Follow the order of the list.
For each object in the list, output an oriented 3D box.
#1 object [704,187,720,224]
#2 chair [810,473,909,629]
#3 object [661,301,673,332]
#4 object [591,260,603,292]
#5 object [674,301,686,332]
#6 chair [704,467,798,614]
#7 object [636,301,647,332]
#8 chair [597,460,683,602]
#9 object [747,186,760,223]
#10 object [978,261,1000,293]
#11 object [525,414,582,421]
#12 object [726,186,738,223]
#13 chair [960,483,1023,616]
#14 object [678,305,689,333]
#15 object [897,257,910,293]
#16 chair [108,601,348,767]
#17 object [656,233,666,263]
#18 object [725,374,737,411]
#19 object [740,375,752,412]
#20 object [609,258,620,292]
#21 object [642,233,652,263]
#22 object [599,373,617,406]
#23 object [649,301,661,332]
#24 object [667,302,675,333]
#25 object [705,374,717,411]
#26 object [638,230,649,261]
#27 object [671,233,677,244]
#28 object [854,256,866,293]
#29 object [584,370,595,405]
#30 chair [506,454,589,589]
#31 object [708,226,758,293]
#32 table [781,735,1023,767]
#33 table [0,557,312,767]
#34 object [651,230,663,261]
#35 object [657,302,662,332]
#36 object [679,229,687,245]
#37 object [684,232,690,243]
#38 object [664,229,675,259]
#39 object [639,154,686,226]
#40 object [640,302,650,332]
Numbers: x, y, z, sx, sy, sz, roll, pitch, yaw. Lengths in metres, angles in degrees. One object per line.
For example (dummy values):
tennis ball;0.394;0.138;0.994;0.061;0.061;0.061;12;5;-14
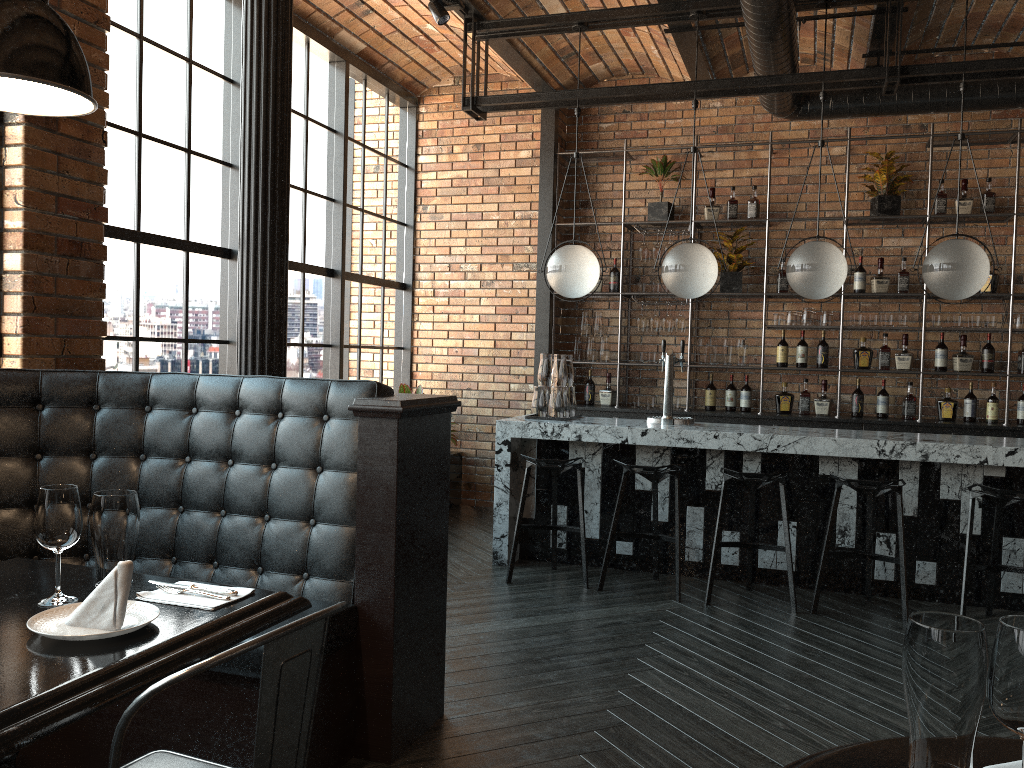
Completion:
object;1.605;-1.432;7.110;0.123;0.279;0.123;2;2;7
chair;1.862;0.834;4.661;0.475;0.737;0.414;3;2;29
object;1.252;-0.543;7.153;0.092;0.244;0.092;2;2;24
object;0.702;-0.893;7.412;0.123;0.279;0.123;2;2;8
object;1.350;-0.540;7.119;0.092;0.244;0.092;2;2;24
chair;1.312;0.813;4.847;0.475;0.737;0.414;2;2;14
object;1.054;-0.551;7.219;0.092;0.244;0.092;2;2;24
chair;0.778;0.792;5.026;0.475;0.737;0.414;2;2;24
object;1.911;-1.423;7.006;0.083;0.282;0.083;3;2;34
object;3.484;-0.772;6.489;0.094;0.248;0.151;0;3;-43
object;0.275;0.213;5.796;0.273;0.019;0.437;2;2;19
object;1.753;-1.429;7.059;0.083;0.282;0.083;2;2;4
chair;2.469;0.857;4.457;0.475;0.737;0.414;2;2;14
object;1.403;-0.543;7.276;0.092;0.244;0.092;2;2;24
object;2.944;-0.810;6.671;0.083;0.282;0.083;2;2;19
chair;-0.610;0.808;1.598;0.558;0.857;0.504;2;2;24
object;1.227;-1.123;7.322;0.092;0.244;0.092;2;2;24
object;1.762;0.069;7.124;0.086;0.298;0.086;1;2;-23
object;1.867;0.074;7.064;0.086;0.298;0.086;1;2;-22
object;0.855;-0.899;7.378;0.086;0.299;0.086;1;2;-23
object;1.122;-1.127;7.357;0.092;0.244;0.092;2;2;24
object;0.805;0.045;7.399;0.123;0.279;0.123;3;2;32
object;1.158;-0.547;7.184;0.092;0.244;0.092;2;2;24
object;1.305;-0.547;7.309;0.092;0.244;0.092;2;2;24
object;1.605;0.065;7.151;0.086;0.299;0.086;1;2;-22
object;1.070;-1.123;7.200;0.092;0.244;0.092;2;2;24
object;1.320;-1.119;7.290;0.092;0.244;0.092;2;2;24
object;2.661;-0.830;6.774;0.086;0.298;0.086;1;2;-22
object;0.653;0.030;7.438;0.086;0.297;0.086;0;2;-37
chair;0.237;0.772;5.209;0.475;0.737;0.414;2;2;9
object;1.754;-0.975;7.040;0.430;0.526;0.425;3;2;31
table;0.657;0.913;0.947;0.866;0.758;0.866;1;2;-18
table;-1.020;0.841;1.771;0.872;0.758;0.872;2;2;19
object;1.174;-1.119;7.165;0.092;0.244;0.092;2;2;24
object;1.211;-0.551;7.340;0.092;0.244;0.092;2;2;24
object;1.366;-1.112;7.101;0.092;0.244;0.092;2;2;24
object;1.419;-1.116;7.257;0.092;0.244;0.092;2;2;24
object;1.268;-1.116;7.134;0.092;0.244;0.092;2;2;24
object;1.227;-1.585;7.260;0.377;0.554;0.422;2;2;6
object;1.107;-0.554;7.375;0.092;0.244;0.092;2;2;24
